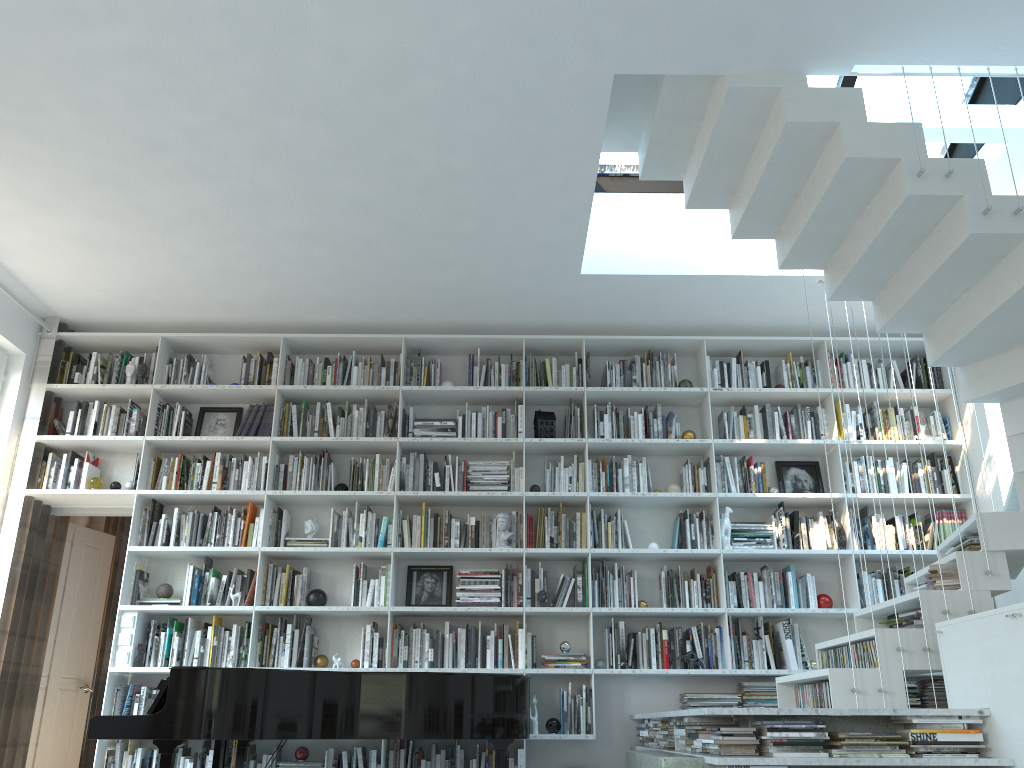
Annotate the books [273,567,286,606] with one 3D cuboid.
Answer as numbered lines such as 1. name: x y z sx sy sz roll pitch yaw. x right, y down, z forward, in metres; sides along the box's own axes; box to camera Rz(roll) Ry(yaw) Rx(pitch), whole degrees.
1. books: -1.502 1.332 5.746 0.036 0.262 0.167 0 -21 0

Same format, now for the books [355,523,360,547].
1. books: -1.011 1.032 5.878 0.025 0.188 0.140 0 -21 0

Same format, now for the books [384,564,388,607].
1. books: -0.808 1.325 5.743 0.011 0.278 0.188 0 -21 0

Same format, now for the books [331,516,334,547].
1. books: -1.175 1.009 5.879 0.010 0.231 0.155 0 -21 0

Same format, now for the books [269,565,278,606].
1. books: -1.533 1.329 5.754 0.026 0.274 0.155 0 -21 0

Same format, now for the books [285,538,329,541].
1. books: -1.342 1.040 5.859 0.285 0.012 0.160 2 -21 -4

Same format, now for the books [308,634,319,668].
1. books: -1.257 1.701 5.617 0.023 0.211 0.160 0 -21 0

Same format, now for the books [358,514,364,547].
1. books: -0.985 0.998 5.871 0.028 0.246 0.170 0 -21 0

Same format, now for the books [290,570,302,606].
1. books: -1.404 1.347 5.762 0.028 0.246 0.143 0 -21 0

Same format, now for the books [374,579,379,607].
1. books: -0.865 1.372 5.739 0.024 0.187 0.173 0 -21 0

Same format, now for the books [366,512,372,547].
1. books: -0.936 0.992 5.872 0.023 0.258 0.171 0 -21 0

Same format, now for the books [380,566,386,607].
1. books: -0.827 1.332 5.750 0.027 0.268 0.179 0 -21 0

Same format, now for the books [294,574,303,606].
1. books: -1.366 1.353 5.734 0.028 0.215 0.176 0 -21 0

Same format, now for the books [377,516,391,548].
1. books: -0.846 1.007 5.865 0.060 0.226 0.179 0 -21 0

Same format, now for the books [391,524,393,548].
1. books: -0.776 1.019 5.882 0.026 0.216 0.127 0 -21 0

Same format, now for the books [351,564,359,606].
1. books: -1.017 1.325 5.755 0.012 0.284 0.160 0 -21 0

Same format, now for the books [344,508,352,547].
1. books: -1.088 0.978 5.874 0.012 0.285 0.168 0 -21 0

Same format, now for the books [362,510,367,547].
1. books: -0.965 0.986 5.864 0.012 0.264 0.193 0 -21 0

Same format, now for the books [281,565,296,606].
1. books: -1.445 1.320 5.732 0.026 0.273 0.191 0 -21 0

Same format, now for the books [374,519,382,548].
1. books: -0.890 1.019 5.885 0.026 0.218 0.150 0 -21 0

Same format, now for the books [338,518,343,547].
1. books: -1.128 1.015 5.888 0.024 0.226 0.138 0 -21 0

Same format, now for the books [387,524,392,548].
1. books: -0.803 1.035 5.874 0.027 0.180 0.142 0 -21 0

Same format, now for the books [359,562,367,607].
1. books: -0.969 1.321 5.761 0.012 0.297 0.166 0 -21 0

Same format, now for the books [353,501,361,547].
1. books: -1.028 0.961 5.889 0.010 0.328 0.174 0 -21 0

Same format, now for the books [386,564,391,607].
1. books: -0.792 1.324 5.746 0.021 0.280 0.162 0 -21 0

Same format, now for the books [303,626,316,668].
1. books: -1.282 1.673 5.612 0.027 0.260 0.164 0 -21 0

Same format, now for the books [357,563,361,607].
1. books: -0.981 1.325 5.763 0.011 0.290 0.156 0 -21 0

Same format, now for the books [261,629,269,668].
1. books: -1.542 1.683 5.610 0.030 0.238 0.157 0 -21 0

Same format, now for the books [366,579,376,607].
1. books: -0.905 1.369 5.735 0.057 0.188 0.156 0 -21 0

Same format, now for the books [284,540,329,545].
1. books: -1.342 1.053 5.859 0.285 0.012 0.160 0 -21 2

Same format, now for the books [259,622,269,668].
1. books: -1.563 1.663 5.621 0.013 0.282 0.147 0 -21 0

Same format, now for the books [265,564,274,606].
1. books: -1.558 1.322 5.751 0.025 0.283 0.146 0 -21 0

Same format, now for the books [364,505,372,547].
1. books: -0.953 0.973 5.879 0.011 0.299 0.179 0 -21 0

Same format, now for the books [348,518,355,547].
1. books: -1.058 1.013 5.878 0.048 0.224 0.150 0 -21 0

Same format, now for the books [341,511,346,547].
1. books: -1.105 0.991 5.881 0.022 0.266 0.152 0 -21 0

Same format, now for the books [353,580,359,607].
1. books: -0.999 1.370 5.734 0.025 0.185 0.154 0 -21 0

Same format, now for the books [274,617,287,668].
1. books: -1.466 1.648 5.623 0.014 0.312 0.167 0 -21 0

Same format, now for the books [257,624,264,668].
1. books: -1.577 1.670 5.629 0.013 0.274 0.147 0 -21 0

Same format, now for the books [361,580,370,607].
1. books: -0.948 1.377 5.748 0.030 0.182 0.155 0 -21 0

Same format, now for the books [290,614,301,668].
1. books: -1.380 1.645 5.649 0.013 0.337 0.138 0 -21 0

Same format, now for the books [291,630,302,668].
1. books: -1.360 1.688 5.625 0.029 0.240 0.136 0 -21 0

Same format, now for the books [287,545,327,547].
1. books: -1.342 1.085 5.842 0.254 0.012 0.161 2 -21 -4

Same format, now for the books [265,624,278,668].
1. books: -1.521 1.665 5.609 0.012 0.271 0.182 0 -21 0

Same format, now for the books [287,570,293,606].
1. books: -1.425 1.342 5.746 0.014 0.243 0.153 0 -21 0

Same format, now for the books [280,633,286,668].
1. books: -1.424 1.695 5.607 0.021 0.214 0.172 0 -21 0

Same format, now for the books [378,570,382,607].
1. books: -0.847 1.341 5.739 0.012 0.243 0.171 0 -21 0

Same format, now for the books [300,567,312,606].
1. books: -1.338 1.335 5.757 0.028 0.265 0.145 0 -21 0

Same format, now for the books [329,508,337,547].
1. books: -1.186 0.979 5.876 0.012 0.284 0.160 0 -21 0

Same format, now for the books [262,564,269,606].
1. books: -1.588 1.325 5.760 0.012 0.284 0.160 0 -21 0

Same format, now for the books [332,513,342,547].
1. books: -1.155 0.995 5.864 0.030 0.246 0.175 0 -21 0

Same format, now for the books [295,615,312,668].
1. books: -1.321 1.642 5.625 0.050 0.327 0.167 0 -21 0

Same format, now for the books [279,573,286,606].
1. books: -1.471 1.349 5.743 0.025 0.227 0.153 0 -21 0

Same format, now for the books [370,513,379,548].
1. books: -0.914 1.001 5.891 0.022 0.255 0.153 0 -21 0

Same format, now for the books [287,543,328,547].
1. books: -1.342 1.073 5.845 0.254 0.012 0.161 2 -21 -5

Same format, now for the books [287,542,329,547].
1. books: -1.342 1.063 5.853 0.254 0.012 0.161 1 -21 -3

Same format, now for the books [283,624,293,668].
1. books: -1.400 1.669 5.613 0.027 0.268 0.186 0 -21 0

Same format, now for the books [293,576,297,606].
1. books: -1.385 1.358 5.736 0.011 0.207 0.181 0 -21 0

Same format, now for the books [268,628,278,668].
1. books: -1.494 1.679 5.612 0.042 0.247 0.163 0 -21 0

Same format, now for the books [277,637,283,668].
1. books: -1.447 1.705 5.607 0.024 0.195 0.157 0 -21 0
